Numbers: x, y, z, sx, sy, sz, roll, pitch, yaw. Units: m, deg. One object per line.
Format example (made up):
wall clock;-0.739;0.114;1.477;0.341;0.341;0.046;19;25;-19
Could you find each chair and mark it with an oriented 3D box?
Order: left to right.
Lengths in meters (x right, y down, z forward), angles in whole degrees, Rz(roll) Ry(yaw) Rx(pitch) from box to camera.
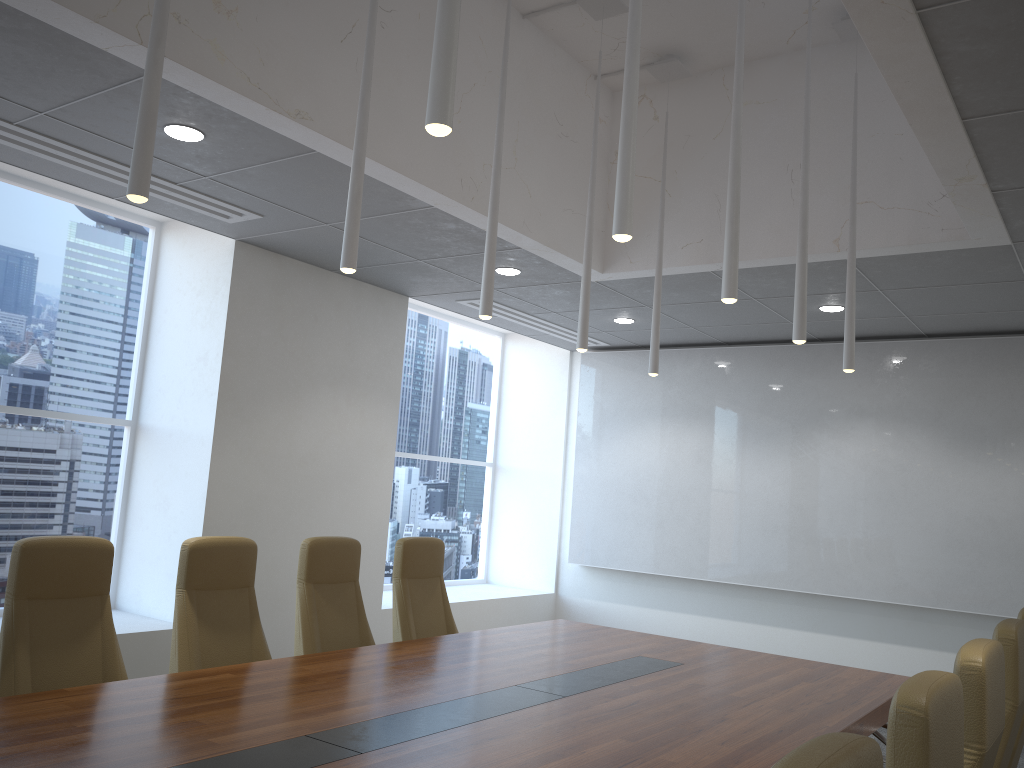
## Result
chair;-1.642;1.359;3.564;0.955;1.406;0.711;-1;-9;35
chair;-1.179;1.473;4.223;0.955;1.406;0.711;-1;-9;35
chair;-0.737;1.583;4.852;0.955;1.406;0.711;-1;-9;35
chair;-0.284;1.695;5.497;0.955;1.406;0.711;-1;-9;35
chair;0.032;1.215;1.419;0.955;1.406;0.711;-1;-9;35
chair;0.487;1.328;2.067;0.955;1.406;0.711;-1;-9;35
chair;0.940;1.440;2.711;0.955;1.406;0.711;-1;-9;35
chair;1.400;1.555;3.366;0.955;1.406;0.711;-1;-9;35
chair;1.856;1.667;4.014;0.955;1.406;0.711;-1;-9;35

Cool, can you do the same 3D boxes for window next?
window;5.466;1.220;11.950;24.175;20.155;35.932;-1;-9;35

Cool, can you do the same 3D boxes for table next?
table;-0.605;1.595;2.781;2.300;0.895;6.500;-1;-9;35

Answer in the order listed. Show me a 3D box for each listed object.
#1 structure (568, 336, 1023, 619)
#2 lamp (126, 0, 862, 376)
structure;-0.431;-0.148;2.967;6.600;2.466;13.989;-1;-9;35
lamp;-0.364;-1.732;3.191;2.619;2.378;7.258;-1;-9;35
